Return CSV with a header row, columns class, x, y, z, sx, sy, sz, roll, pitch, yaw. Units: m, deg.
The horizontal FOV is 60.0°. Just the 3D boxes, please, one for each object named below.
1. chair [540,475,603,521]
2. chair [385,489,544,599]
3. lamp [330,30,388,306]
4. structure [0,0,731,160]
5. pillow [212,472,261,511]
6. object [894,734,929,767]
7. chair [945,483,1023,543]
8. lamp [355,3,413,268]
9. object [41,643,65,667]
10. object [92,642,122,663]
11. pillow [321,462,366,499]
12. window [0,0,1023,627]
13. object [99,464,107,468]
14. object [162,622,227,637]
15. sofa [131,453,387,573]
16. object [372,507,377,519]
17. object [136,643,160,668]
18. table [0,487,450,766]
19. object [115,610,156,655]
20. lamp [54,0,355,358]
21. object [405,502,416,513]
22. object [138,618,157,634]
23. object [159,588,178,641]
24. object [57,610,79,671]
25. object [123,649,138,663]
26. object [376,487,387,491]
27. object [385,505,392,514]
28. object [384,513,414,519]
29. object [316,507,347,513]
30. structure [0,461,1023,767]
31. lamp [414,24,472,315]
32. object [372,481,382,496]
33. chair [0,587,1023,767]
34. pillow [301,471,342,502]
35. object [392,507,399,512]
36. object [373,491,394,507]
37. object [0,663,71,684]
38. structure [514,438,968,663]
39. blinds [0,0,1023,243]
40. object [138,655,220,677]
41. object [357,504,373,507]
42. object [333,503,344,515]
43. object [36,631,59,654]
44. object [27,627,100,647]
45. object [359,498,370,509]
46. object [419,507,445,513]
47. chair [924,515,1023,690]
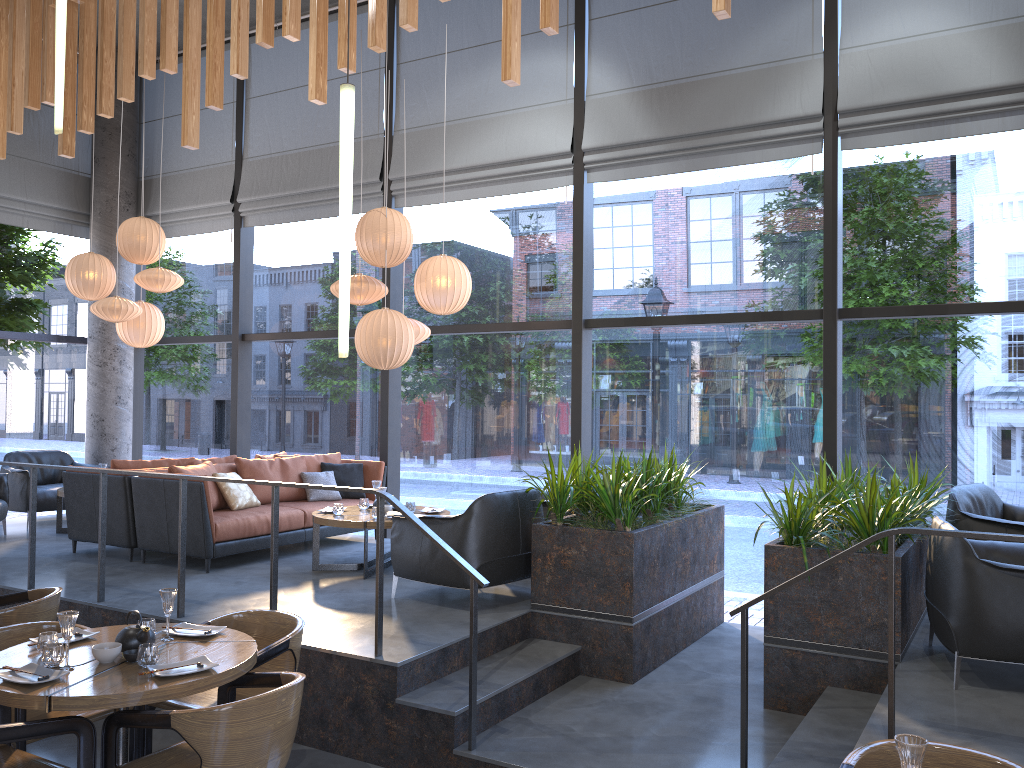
class,x,y,z,sx,sy,sz,roll,pitch,yaw
chair,0.338,1.095,7.032,0.833,0.743,1.030,0,-1,16
chair,-0.256,1.066,6.009,0.833,0.743,1.030,0,-2,37
lamp,-1.238,-1.778,7.283,0.467,2.271,0.467,1,-1,-7
structure,-2.830,-1.127,0.593,10.399,5.894,10.127,0,-2,30
pillow,-2.328,0.892,7.452,0.289,0.311,0.393,0,-1,11
object,1.040,1.040,2.311,0.082,0.227,0.082,2,-2,-39
chair,3.148,1.013,5.446,0.833,0.743,1.030,-1,-2,45
lamp,-1.021,-2.126,7.181,0.465,2.374,0.465,2,-2,-36
object,-1.873,1.109,3.622,0.086,0.086,0.086,2,-2,-35
object,-1.688,1.123,3.694,0.116,0.065,0.116,1,-1,-8
pillow,-1.606,0.916,8.394,0.418,0.345,0.242,1,-1,-19
window,-2.623,-1.084,2.193,12.739,5.897,12.900,0,-2,30
object,-4.133,0.920,8.957,0.082,0.227,0.082,1,-1,-21
object,-1.511,1.156,4.157,0.294,0.025,0.170,0,-1,15
sofa,-2.115,1.052,7.774,0.864,0.811,2.226,0,-2,30
object,-1.018,0.974,6.714,0.086,0.086,0.086,0,-2,34
object,-1.491,1.113,3.634,0.086,0.086,0.086,1,-1,-12
table,-1.300,1.435,3.914,10.659,0.968,6.876,0,-2,31
object,-1.626,1.070,3.827,0.163,0.179,0.168,1,-1,-6
lamp,-2.546,-5.284,0.027,8.975,10.231,8.774,0,-1,29
object,-0.810,0.985,7.070,0.086,0.086,0.086,0,-2,34
object,-1.671,1.121,4.055,0.086,0.086,0.086,0,-1,17
object,-1.566,1.051,4.038,0.082,0.227,0.082,1,-1,-27
object,-1.796,1.038,3.583,0.082,0.227,0.082,1,-1,0
object,-1.578,1.136,3.694,0.080,0.042,0.080,2,-2,-36
object,-1.001,0.906,6.800,0.082,0.227,0.082,1,-1,-17
object,-1.001,0.992,6.993,0.116,0.065,0.116,1,-1,-30
object,-0.868,1.007,6.733,0.170,0.025,0.294,0,-1,11
object,-1.448,1.009,7.072,0.170,0.025,0.294,0,-1,11
structure,-3.161,-0.352,0.885,11.718,4.117,9.054,0,-2,30
lamp,-1.185,-2.199,3.987,0.468,3.124,6.999,0,-1,11
object,-1.122,0.917,7.337,0.082,0.227,0.082,0,-1,12
chair,-1.493,1.499,2.224,9.749,0.759,4.352,0,-2,32
pillow,-1.758,0.941,8.153,0.332,0.263,0.203,2,-2,-40
object,-0.916,1.006,7.063,0.080,0.042,0.080,0,-1,15
object,-1.037,0.937,7.139,0.163,0.179,0.168,1,-1,-4
object,-1.898,1.136,3.471,0.294,0.025,0.170,0,-1,27
structure,-4.617,1.084,4.167,15.715,1.608,4.306,1,-1,-21
blinds,-3.959,-2.801,6.374,17.610,2.314,8.760,1,-1,-16
object,-1.346,1.144,3.559,0.294,0.025,0.170,2,-2,-40
object,-1.156,1.021,7.465,0.294,0.025,0.170,1,-1,-24
object,-1.353,0.975,6.910,0.086,0.086,0.086,0,-2,34
object,-1.988,1.111,3.799,0.086,0.086,0.086,2,-2,-34
object,-2.031,1.146,3.981,0.170,0.025,0.294,0,-1,28
object,-1.215,0.985,7.284,0.086,0.086,0.086,1,-1,-22
object,-0.651,1.018,7.104,0.170,0.025,0.294,0,-1,11
chair,2.511,1.060,4.396,0.833,0.743,1.030,0,-1,16
